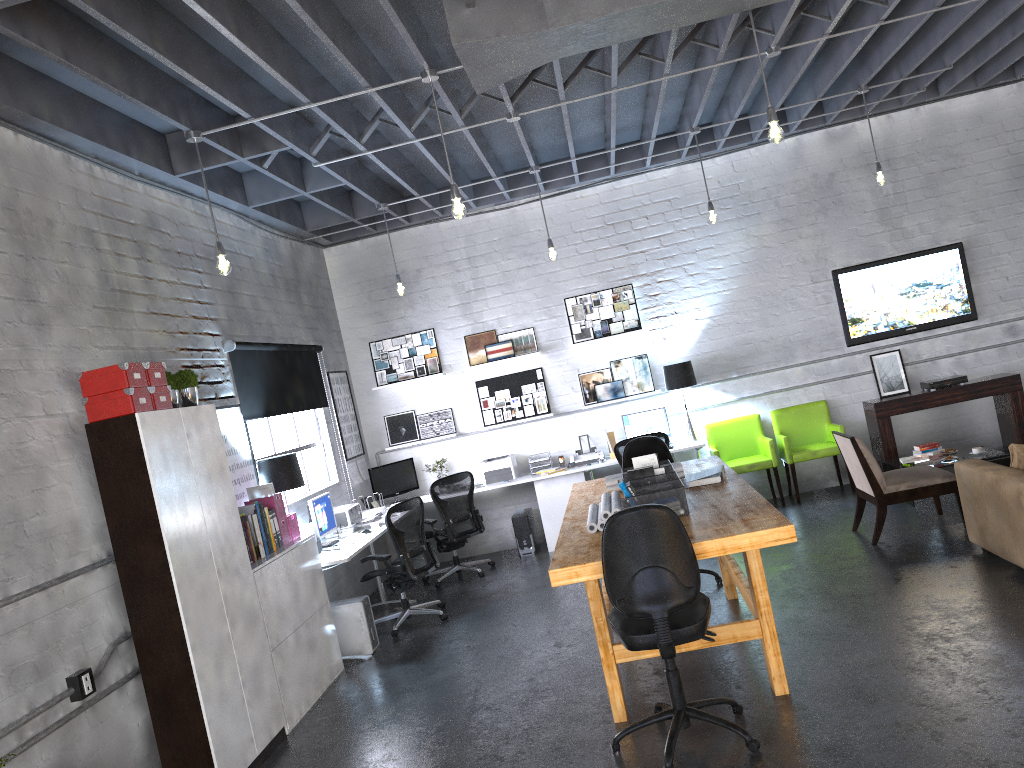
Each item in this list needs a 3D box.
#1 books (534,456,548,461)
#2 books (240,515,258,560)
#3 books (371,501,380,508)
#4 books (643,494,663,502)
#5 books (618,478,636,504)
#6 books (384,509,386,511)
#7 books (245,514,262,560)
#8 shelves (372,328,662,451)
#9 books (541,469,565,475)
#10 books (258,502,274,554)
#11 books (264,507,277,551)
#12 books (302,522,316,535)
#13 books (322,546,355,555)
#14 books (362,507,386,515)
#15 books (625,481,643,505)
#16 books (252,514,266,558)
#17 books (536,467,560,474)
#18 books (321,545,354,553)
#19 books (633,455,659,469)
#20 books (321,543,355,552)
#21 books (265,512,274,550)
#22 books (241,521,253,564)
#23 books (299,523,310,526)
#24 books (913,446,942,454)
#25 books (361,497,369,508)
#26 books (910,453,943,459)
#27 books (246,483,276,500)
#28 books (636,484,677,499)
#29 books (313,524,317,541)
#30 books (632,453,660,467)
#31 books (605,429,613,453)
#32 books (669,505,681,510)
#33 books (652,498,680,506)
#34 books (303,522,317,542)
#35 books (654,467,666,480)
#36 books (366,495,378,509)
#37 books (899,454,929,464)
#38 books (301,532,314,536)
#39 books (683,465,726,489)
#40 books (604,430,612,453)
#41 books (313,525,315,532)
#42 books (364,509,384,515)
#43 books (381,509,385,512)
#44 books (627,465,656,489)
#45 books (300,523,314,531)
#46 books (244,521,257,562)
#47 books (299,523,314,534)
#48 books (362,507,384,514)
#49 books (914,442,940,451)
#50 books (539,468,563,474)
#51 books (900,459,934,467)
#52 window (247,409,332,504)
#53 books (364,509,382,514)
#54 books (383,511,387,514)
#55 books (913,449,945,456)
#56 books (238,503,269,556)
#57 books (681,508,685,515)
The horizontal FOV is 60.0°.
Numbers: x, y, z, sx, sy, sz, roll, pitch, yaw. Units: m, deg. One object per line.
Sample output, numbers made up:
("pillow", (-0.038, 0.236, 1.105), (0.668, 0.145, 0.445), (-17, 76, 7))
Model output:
("books", (0.299, 0.796, 9.464), (0.133, 0.008, 0.203), (-12, 0, -10))
("books", (-1.743, 1.003, 5.687), (0.159, 0.298, 0.026), (-12, 1, 7))
("books", (-1.398, 1.239, 9.075), (0.037, 0.076, 0.101), (-12, 1, 21))
("books", (0.818, 0.639, 5.102), (0.250, 0.022, 0.205), (-12, 0, 12))
("books", (0.646, 0.624, 4.795), (0.108, 0.234, 0.166), (-12, 1, 6))
("books", (-1.412, 1.285, 8.756), (0.297, 0.006, 0.210), (-12, 0, 7))
("books", (-1.736, 1.004, 5.728), (0.170, 0.293, 0.057), (-12, 1, 7))
("shelves", (0.035, 0.066, 9.534), (3.025, 0.694, 0.199), (-12, 1, 7))
("books", (0.420, 0.906, 9.138), (0.211, 0.014, 0.148), (-12, 0, -29))
("books", (-1.727, 0.978, 5.916), (0.197, 0.339, 0.065), (-12, 1, 7))
("books", (-1.701, 0.993, 5.987), (0.159, 0.298, 0.026), (-12, 1, 7))
("books", (-1.648, 1.241, 7.090), (0.179, 0.248, 0.026), (-12, 1, 7))
("books", (-1.361, 1.304, 6.952), (0.214, 0.012, 0.157), (-12, 0, 32))
("books", (-1.416, 1.264, 8.751), (0.297, 0.006, 0.210), (-12, 0, 9))
("books", (0.680, 0.629, 4.777), (0.097, 0.209, 0.157), (-12, 1, 6))
("books", (-1.727, 1.006, 5.779), (0.174, 0.286, 0.044), (-12, 1, 7))
("books", (0.371, 0.888, 9.127), (0.211, 0.014, 0.148), (-12, 0, 21))
("books", (-1.366, 1.293, 6.954), (0.209, 0.012, 0.157), (-12, 0, 30))
("books", (0.890, 0.583, 5.809), (0.158, 0.200, 0.082), (-12, 1, 6))
("books", (-1.363, 1.281, 6.957), (0.212, 0.010, 0.170), (-12, 0, 33))
("books", (-1.704, 1.010, 5.962), (0.161, 0.266, 0.026), (-12, 1, 7))
("books", (-1.752, 1.018, 5.602), (0.168, 0.275, 0.037), (-12, 1, 7))
("books", (-1.653, 1.243, 7.067), (0.175, 0.245, 0.026), (-12, 1, 7))
("books", (3.835, 0.609, 8.196), (0.208, 0.024, 0.144), (-12, 0, -8))
("books", (-1.489, 1.218, 9.113), (0.052, 0.109, 0.133), (-12, 1, 21))
("books", (3.830, 0.664, 8.200), (0.223, 0.032, 0.161), (-12, 0, -13))
("books", (-1.738, 0.837, 6.213), (0.192, 0.267, 0.060), (-12, 1, 6))
("books", (0.802, 0.617, 5.099), (0.232, 0.027, 0.185), (-12, 0, -21))
("books", (-1.648, 1.244, 7.085), (0.172, 0.243, 0.026), (-12, 1, 7))
("books", (0.894, 0.575, 5.839), (0.171, 0.210, 0.046), (-12, 1, 7))
("books", (1.031, 0.627, 9.348), (0.043, 0.296, 0.210), (-12, 1, 6))
("books", (0.840, 0.661, 4.787), (0.141, 0.021, 0.203), (-12, 0, 8))
("books", (0.831, 0.641, 4.783), (0.127, 0.022, 0.181), (-12, 0, 2))
("books", (-1.648, 1.242, 7.076), (0.177, 0.246, 0.026), (-12, 1, 7))
("books", (0.856, 0.600, 5.302), (0.143, 0.188, 0.061), (-12, 1, 7))
("books", (-1.427, 1.213, 9.074), (0.017, 0.121, 0.183), (-12, 1, 21))
("books", (3.600, 0.671, 7.938), (0.223, 0.027, 0.161), (-12, 0, 16))
("books", (-1.620, 1.271, 7.033), (0.134, 0.176, 0.020), (-12, 1, 7))
("books", (1.217, 0.583, 5.602), (0.244, 0.067, 0.298), (-12, 0, 16))
("books", (1.022, 0.630, 9.345), (0.036, 0.296, 0.210), (-12, 1, 6))
("books", (-1.649, 1.244, 7.081), (0.172, 0.243, 0.026), (-12, 1, 7))
("books", (-1.416, 1.270, 8.751), (0.297, 0.006, 0.210), (-12, 0, 7))
("books", (-1.413, 1.280, 8.756), (0.297, 0.006, 0.210), (-12, 0, 7))
("books", (0.783, 0.602, 5.280), (0.158, 0.214, 0.063), (-12, 1, 7))
("books", (-1.650, 1.244, 7.063), (0.173, 0.243, 0.026), (-12, 1, 7))
("books", (-1.734, 1.018, 5.660), (0.161, 0.266, 0.027), (-12, 1, 7))
("books", (-1.651, 1.245, 7.059), (0.172, 0.243, 0.026), (-12, 1, 7))
("books", (-1.419, 1.254, 8.756), (0.297, 0.006, 0.210), (-12, 0, 7))
("books", (3.826, 0.578, 8.188), (0.185, 0.041, 0.129), (-12, 0, 1))
("books", (0.400, 0.897, 9.128), (0.211, 0.014, 0.148), (-12, 0, -19))
("books", (3.614, 0.706, 7.916), (0.174, 0.045, 0.240), (-12, 0, -4))
("window", (-2.006, 0.401, 7.775), (0.030, 1.220, 1.820), (-12, 1, 6))
("books", (-1.418, 1.259, 8.751), (0.297, 0.006, 0.210), (-12, 0, 6))
("books", (-1.403, 1.304, 8.753), (0.297, 0.006, 0.210), (-12, 0, 8))
("books", (3.850, 0.631, 8.191), (0.161, 0.026, 0.223), (-12, 0, -24))
("books", (-1.730, 0.975, 5.855), (0.176, 0.346, 0.052), (-12, 1, 7))
("books", (0.842, 0.686, 4.787), (0.155, 0.029, 0.225), (-12, 0, 7))
